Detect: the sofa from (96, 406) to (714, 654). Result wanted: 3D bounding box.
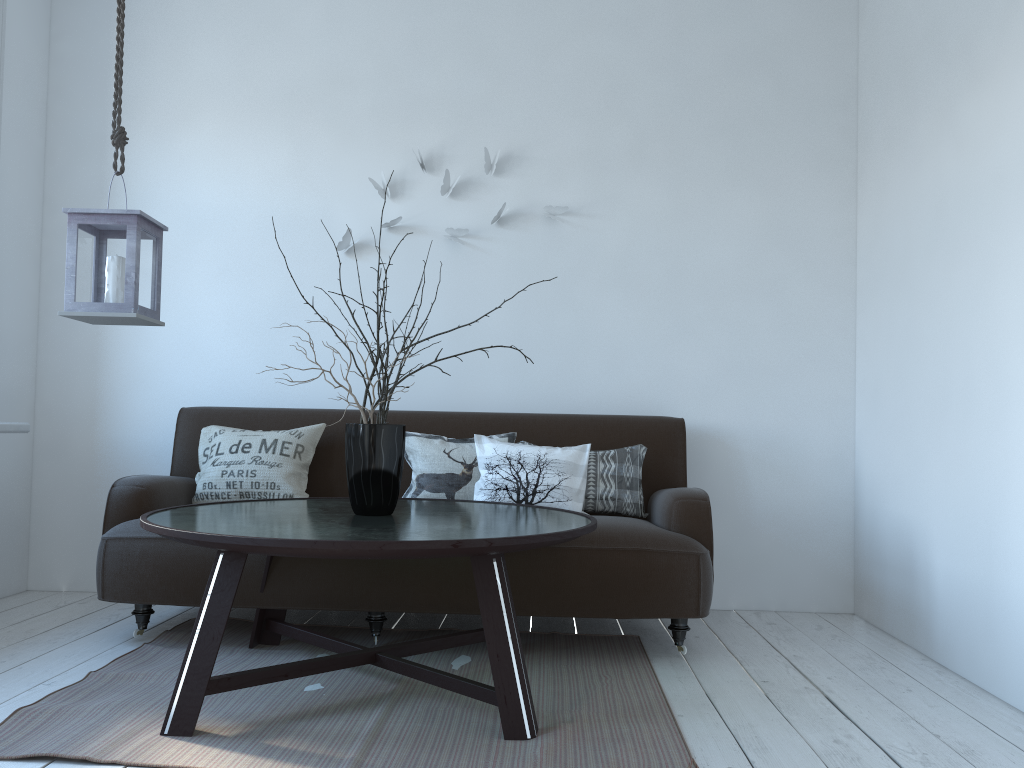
[{"bbox_3d":[-0.367,0.508,3.416,2.165,0.824,0.969,1,-3,2],"label":"sofa"}]

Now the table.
[{"bbox_3d":[-0.405,0.637,2.623,1.300,0.503,1.301,2,-3,-8],"label":"table"}]

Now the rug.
[{"bbox_3d":[-0.408,0.862,2.641,1.710,0.055,1.457,1,-3,3],"label":"rug"}]

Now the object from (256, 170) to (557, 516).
[{"bbox_3d":[-0.282,-0.144,2.583,0.846,1.065,0.525,2,-3,-27],"label":"object"}]

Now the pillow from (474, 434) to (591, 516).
[{"bbox_3d":[0.068,0.351,3.400,0.471,0.309,0.188,1,-2,3],"label":"pillow"}]

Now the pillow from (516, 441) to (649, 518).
[{"bbox_3d":[0.272,0.374,3.504,0.542,0.287,0.183,1,-2,3],"label":"pillow"}]

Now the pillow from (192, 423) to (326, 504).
[{"bbox_3d":[-1.026,0.334,3.554,0.519,0.367,0.239,1,-2,2],"label":"pillow"}]

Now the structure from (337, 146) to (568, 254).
[{"bbox_3d":[-0.263,-0.806,3.925,1.025,0.478,0.085,1,-2,2],"label":"structure"}]

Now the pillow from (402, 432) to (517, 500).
[{"bbox_3d":[-0.222,0.359,3.485,0.473,0.347,0.158,1,-2,0],"label":"pillow"}]

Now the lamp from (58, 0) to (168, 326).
[{"bbox_3d":[-1.199,-1.072,2.743,0.228,1.761,0.228,1,-2,-1],"label":"lamp"}]

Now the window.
[{"bbox_3d":[-15.043,-1.636,24.264,27.754,15.010,51.327,1,-3,2],"label":"window"}]
